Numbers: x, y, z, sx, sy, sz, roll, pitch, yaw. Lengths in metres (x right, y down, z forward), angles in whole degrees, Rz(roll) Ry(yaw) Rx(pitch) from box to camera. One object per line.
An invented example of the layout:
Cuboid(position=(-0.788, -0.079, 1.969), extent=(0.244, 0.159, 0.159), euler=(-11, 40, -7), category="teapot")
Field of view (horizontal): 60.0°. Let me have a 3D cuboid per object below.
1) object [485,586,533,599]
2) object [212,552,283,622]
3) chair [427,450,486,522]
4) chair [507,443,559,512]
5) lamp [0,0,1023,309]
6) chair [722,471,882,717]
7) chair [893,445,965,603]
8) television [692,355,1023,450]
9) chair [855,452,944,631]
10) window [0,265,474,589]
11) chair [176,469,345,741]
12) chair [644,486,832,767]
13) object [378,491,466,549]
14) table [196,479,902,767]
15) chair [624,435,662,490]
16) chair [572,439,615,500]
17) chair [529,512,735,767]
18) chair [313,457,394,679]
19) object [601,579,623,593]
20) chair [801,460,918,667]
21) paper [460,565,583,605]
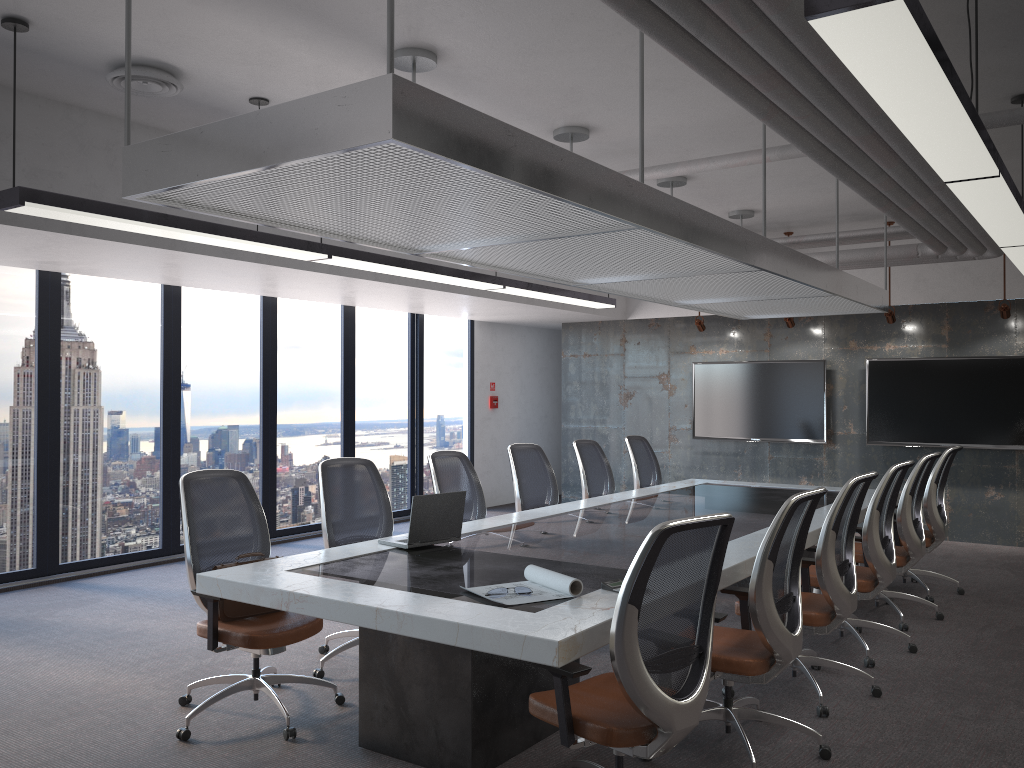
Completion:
Cuboid(position=(-0.005, 0.826, 3.522), extent=(0.200, 0.036, 0.049), euler=(0, -1, -18), category="object")
Cuboid(position=(-1.290, 0.989, 4.378), extent=(0.378, 0.308, 0.138), euler=(1, -1, -44), category="object")
Cuboid(position=(-0.167, 1.040, 5.915), extent=(0.828, 1.166, 0.789), euler=(0, -1, -1), category="chair")
Cuboid(position=(0.357, 1.052, 6.828), extent=(0.828, 1.166, 0.789), euler=(0, -1, 5), category="chair")
Cuboid(position=(0.897, -1.284, 5.629), extent=(4.126, 0.908, 6.097), euler=(0, -1, 35), category="lamp")
Cuboid(position=(1.492, 1.026, 4.656), extent=(0.828, 1.166, 0.789), euler=(0, -1, -1), category="chair")
Cuboid(position=(3.110, 1.056, 6.994), extent=(0.828, 1.166, 0.789), euler=(0, -1, -1), category="chair")
Cuboid(position=(3.765, 0.197, 9.969), extent=(3.667, 0.960, 0.101), euler=(0, -1, 35), category="television")
Cuboid(position=(2.571, 1.046, 6.215), extent=(0.828, 1.166, 0.789), euler=(0, -1, -1), category="chair")
Cuboid(position=(-3.177, 0.295, 8.253), extent=(0.121, 2.670, 9.225), euler=(0, -1, 35), category="window")
Cuboid(position=(-1.246, 1.020, 4.356), extent=(0.828, 1.166, 0.789), euler=(0, -1, -1), category="chair")
Cuboid(position=(0.953, 1.016, 3.877), extent=(0.828, 1.166, 0.789), euler=(0, -1, -1), category="chair")
Cuboid(position=(-0.485, 0.717, 4.788), extent=(0.308, 0.277, 0.366), euler=(-1, -1, 45), category="object")
Cuboid(position=(0.936, 1.243, 5.675), extent=(1.898, 0.745, 5.498), euler=(0, -1, 35), category="table")
Cuboid(position=(1.450, 1.070, 8.253), extent=(0.828, 1.166, 0.789), euler=(0, -1, -1), category="chair")
Cuboid(position=(0.911, 1.060, 7.473), extent=(0.828, 1.166, 0.789), euler=(0, -1, -1), category="chair")
Cuboid(position=(0.374, 1.007, 3.128), extent=(0.828, 1.166, 0.789), euler=(0, -1, 14), category="chair")
Cuboid(position=(-0.763, 1.030, 5.172), extent=(0.828, 1.166, 0.789), euler=(0, -1, 9), category="chair")
Cuboid(position=(0.464, 0.831, 3.640), extent=(0.126, 0.026, 0.161), euler=(1, -1, -41), category="object")
Cuboid(position=(2.031, 1.036, 5.435), extent=(0.828, 1.166, 0.789), euler=(0, -1, -1), category="chair")
Cuboid(position=(0.034, 0.812, 3.602), extent=(0.379, 0.069, 0.348), euler=(0, -1, -30), category="paper")
